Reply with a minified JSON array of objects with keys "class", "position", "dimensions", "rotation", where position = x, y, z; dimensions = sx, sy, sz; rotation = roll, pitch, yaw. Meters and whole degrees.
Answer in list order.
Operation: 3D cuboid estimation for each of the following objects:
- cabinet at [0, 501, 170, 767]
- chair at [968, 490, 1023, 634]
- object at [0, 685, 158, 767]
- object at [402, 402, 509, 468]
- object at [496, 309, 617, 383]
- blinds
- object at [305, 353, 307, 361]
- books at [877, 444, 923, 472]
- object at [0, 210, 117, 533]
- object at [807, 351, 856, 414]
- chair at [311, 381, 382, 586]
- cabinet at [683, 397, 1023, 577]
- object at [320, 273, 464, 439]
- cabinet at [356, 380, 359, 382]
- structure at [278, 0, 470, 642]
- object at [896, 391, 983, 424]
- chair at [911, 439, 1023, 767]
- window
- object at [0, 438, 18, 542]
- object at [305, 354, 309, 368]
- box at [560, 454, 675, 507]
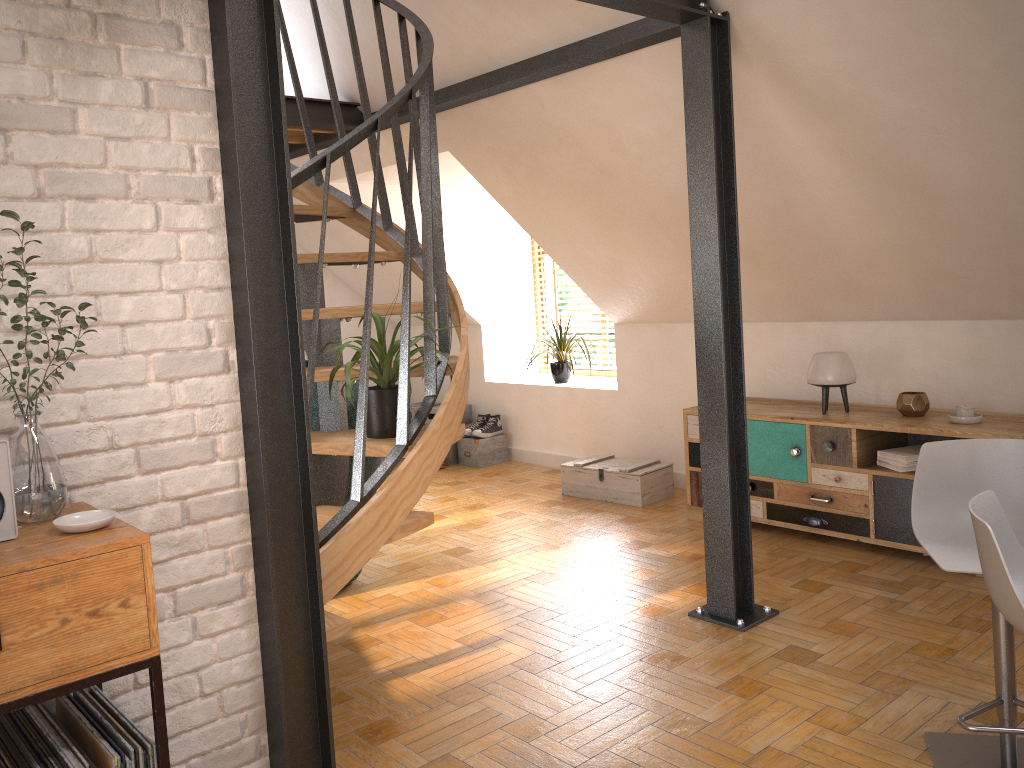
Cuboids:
[{"class":"cabinet","position":[-1.251,0.823,1.417],"dimensions":[1.268,0.960,0.456],"rotation":[-8,6,-41]},{"class":"chair","position":[1.175,0.682,1.791],"dimensions":[0.429,0.864,0.405],"rotation":[-1,5,30]},{"class":"object","position":[-1.280,1.020,1.412],"dimensions":[1.317,0.572,0.405],"rotation":[-9,7,-41]},{"class":"object","position":[-0.655,0.415,7.236],"dimensions":[0.698,0.428,1.156],"rotation":[-8,8,-41]},{"class":"object","position":[0.380,-0.307,6.861],"dimensions":[1.019,0.582,0.924],"rotation":[-6,6,-23]},{"class":"blinds","position":[0.624,-0.854,7.025],"dimensions":[0.070,1.480,1.431],"rotation":[-7,6,-41]},{"class":"object","position":[-1.793,-0.163,7.198],"dimensions":[0.234,0.329,0.214],"rotation":[-7,6,-35]},{"class":"books","position":[1.921,0.353,4.219],"dimensions":[0.306,0.073,0.211],"rotation":[-5,6,-16]},{"class":"object","position":[-0.966,-0.025,1.739],"dimensions":[0.296,0.619,0.291],"rotation":[-6,5,-26]},{"class":"object","position":[1.643,-0.006,4.557],"dimensions":[0.241,0.312,0.241],"rotation":[-6,6,-31]},{"class":"chair","position":[-1.077,0.500,4.289],"dimensions":[0.897,0.961,0.904],"rotation":[0,6,34]},{"class":"cabinet","position":[1.758,0.463,4.531],"dimensions":[0.598,0.632,1.759],"rotation":[-8,7,-41]},{"class":"object","position":[-0.477,-0.112,3.112],"dimensions":[0.457,0.590,0.530],"rotation":[0,6,36]},{"class":"cabinet","position":[-1.631,0.318,7.412],"dimensions":[0.836,0.694,0.379],"rotation":[-8,6,-41]},{"class":"structure","position":[-1.053,-0.818,3.437],"dimensions":[1.630,3.807,2.252],"rotation":[-6,5,-26]},{"class":"object","position":[2.016,0.110,4.198],"dimensions":[0.148,0.113,0.426],"rotation":[-6,7,-25]},{"class":"chair","position":[1.299,0.614,2.359],"dimensions":[0.403,0.869,0.431],"rotation":[-2,5,17]},{"class":"window","position":[-0.513,-1.021,1.857],"dimensions":[8.654,4.452,7.790],"rotation":[-8,8,-41]},{"class":"object","position":[-1.276,0.130,1.441],"dimensions":[0.789,0.413,0.415],"rotation":[-8,7,-41]},{"class":"object","position":[-1.653,-0.224,7.351],"dimensions":[0.169,0.400,0.168],"rotation":[-3,4,10]},{"class":"box","position":[0.667,0.608,5.702],"dimensions":[0.642,0.217,0.377],"rotation":[2,8,44]}]
